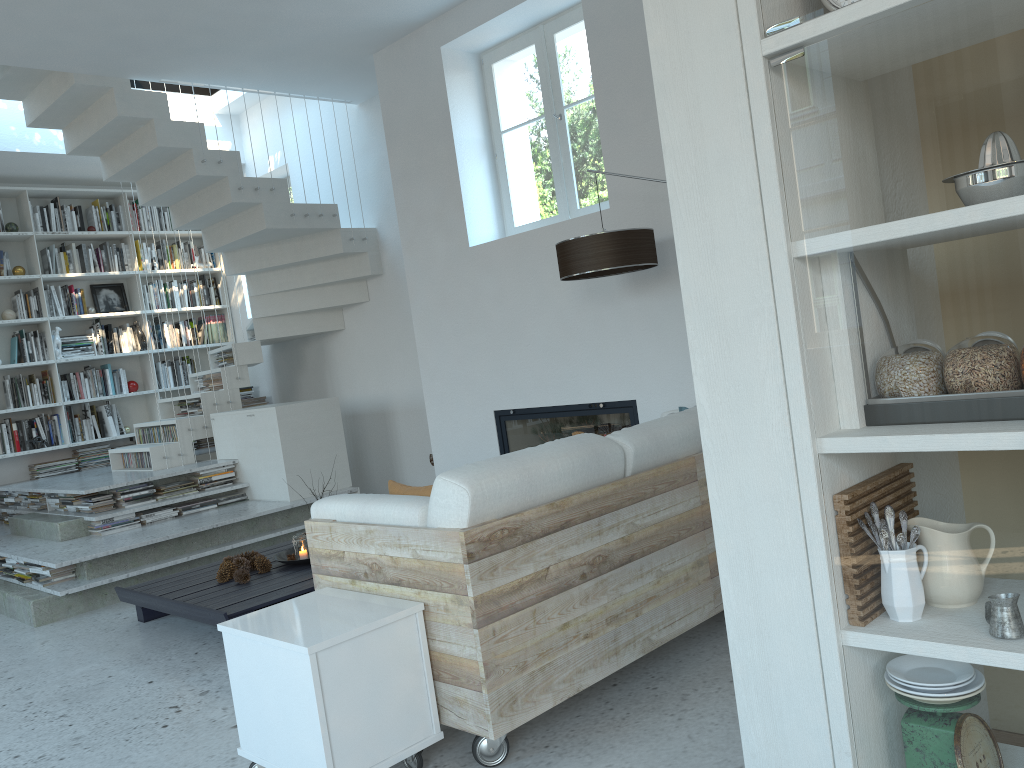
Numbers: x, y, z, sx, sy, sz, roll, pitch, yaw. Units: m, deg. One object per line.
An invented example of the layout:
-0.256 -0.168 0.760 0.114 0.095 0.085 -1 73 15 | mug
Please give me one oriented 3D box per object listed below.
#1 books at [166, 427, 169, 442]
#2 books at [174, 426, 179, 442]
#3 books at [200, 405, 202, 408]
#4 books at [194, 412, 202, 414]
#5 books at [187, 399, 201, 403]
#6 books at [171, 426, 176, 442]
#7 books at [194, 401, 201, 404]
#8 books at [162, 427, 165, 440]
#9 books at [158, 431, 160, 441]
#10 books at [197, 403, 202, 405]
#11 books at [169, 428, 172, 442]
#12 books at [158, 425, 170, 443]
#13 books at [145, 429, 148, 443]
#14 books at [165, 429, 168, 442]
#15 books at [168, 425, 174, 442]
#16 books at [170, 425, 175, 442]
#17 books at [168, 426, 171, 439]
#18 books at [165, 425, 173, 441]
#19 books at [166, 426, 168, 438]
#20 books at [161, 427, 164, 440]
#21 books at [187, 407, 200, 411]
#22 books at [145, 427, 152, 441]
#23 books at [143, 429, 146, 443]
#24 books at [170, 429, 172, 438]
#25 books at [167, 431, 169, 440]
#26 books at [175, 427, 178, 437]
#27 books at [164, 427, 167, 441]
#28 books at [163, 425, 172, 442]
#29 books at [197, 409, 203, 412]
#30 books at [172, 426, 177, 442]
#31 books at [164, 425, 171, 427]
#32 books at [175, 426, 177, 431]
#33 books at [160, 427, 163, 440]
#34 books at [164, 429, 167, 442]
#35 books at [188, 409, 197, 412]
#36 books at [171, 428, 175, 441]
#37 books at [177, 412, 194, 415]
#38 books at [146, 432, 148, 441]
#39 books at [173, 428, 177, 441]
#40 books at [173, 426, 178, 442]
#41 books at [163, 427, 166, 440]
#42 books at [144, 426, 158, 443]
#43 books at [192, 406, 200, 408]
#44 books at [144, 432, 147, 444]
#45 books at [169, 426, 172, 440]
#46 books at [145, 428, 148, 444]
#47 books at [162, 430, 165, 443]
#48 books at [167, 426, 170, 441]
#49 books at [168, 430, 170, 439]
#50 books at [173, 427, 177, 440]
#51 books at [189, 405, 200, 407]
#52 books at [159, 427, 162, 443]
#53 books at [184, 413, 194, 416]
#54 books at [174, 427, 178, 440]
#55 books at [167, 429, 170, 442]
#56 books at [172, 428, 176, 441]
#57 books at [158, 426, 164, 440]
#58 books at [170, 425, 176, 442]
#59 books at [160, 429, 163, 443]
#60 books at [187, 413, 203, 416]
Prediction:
-2.663 0.388 7.010 0.125 0.125 0.007 -11 4 -44 | books
-2.548 0.378 6.892 0.125 0.123 0.034 -11 4 -44 | books
-2.449 0.169 7.210 0.141 0.028 0.222 -9 2 -25 | books
-2.578 0.232 7.473 0.137 0.013 0.199 -10 3 -38 | books
-2.605 0.133 7.456 0.194 0.014 0.177 -6 3 40 | books
-2.586 0.382 6.931 0.125 0.123 0.035 -11 4 -44 | books
-2.586 0.146 7.474 0.133 0.017 0.178 -10 3 -40 | books
-2.713 0.394 7.061 0.125 0.125 0.018 -11 4 -44 | books
-2.777 0.400 7.127 0.125 0.125 0.013 -11 4 -44 | books
-2.463 0.150 7.204 0.168 0.014 0.212 -9 2 -24 | books
-2.626 0.384 6.972 0.125 0.125 0.008 -11 4 -44 | books
-2.770 0.400 7.120 0.125 0.125 0.009 -11 4 -44 | books
-2.947 0.418 7.301 0.125 0.125 0.008 -11 4 -44 | books
-2.680 0.390 7.028 0.125 0.125 0.010 -11 4 -44 | books
-2.638 0.386 6.984 0.125 0.125 0.010 -11 4 -44 | books
-2.611 0.383 6.956 0.125 0.125 0.008 -11 4 -44 | books
-2.632 0.385 6.978 0.125 0.125 0.008 -11 4 -44 | books
-2.674 0.389 7.021 0.125 0.125 0.009 -11 4 -44 | books
-2.668 0.389 7.015 0.125 0.125 0.007 -11 4 -44 | books
-2.727 0.395 7.075 0.125 0.125 0.007 -11 4 -44 | books
-2.596 0.198 7.459 0.225 0.014 0.184 -6 3 43 | books
-2.958 0.420 7.312 0.125 0.125 0.009 -11 4 -44 | books
-2.975 0.421 7.329 0.125 0.125 0.010 -11 4 -44 | books
-2.616 0.383 6.962 0.125 0.125 0.007 -11 4 -44 | books
-2.658 0.388 7.004 0.125 0.125 0.008 -11 4 -44 | books
-2.542 0.377 6.886 0.125 0.123 0.036 -11 4 -44 | books
-2.687 0.391 7.034 0.125 0.125 0.008 -11 4 -44 | books
-2.703 0.393 7.051 0.125 0.125 0.009 -11 4 -44 | books
-2.466 0.203 7.202 0.171 0.019 0.240 -9 2 -19 | books
-2.574 0.380 6.919 0.125 0.123 0.034 -11 4 -44 | books
-2.732 0.396 7.081 0.125 0.125 0.009 -11 4 -44 | books
-2.536 0.376 6.880 0.125 0.123 0.034 -11 4 -44 | books
-2.738 0.396 7.087 0.125 0.125 0.013 -11 4 -44 | books
-2.692 0.391 7.039 0.125 0.125 0.008 -11 4 -44 | books
-2.593 0.212 7.460 0.207 0.016 0.175 -6 3 40 | books
-2.591 0.382 6.936 0.125 0.123 0.034 -11 4 -44 | books
-2.748 0.245 7.619 0.195 0.007 0.188 -6 3 43 | books
-2.942 0.418 7.295 0.125 0.125 0.008 -11 4 -44 | books
-2.569 0.380 6.914 0.125 0.123 0.034 -11 4 -44 | books
-2.558 0.379 6.902 0.125 0.123 0.036 -11 4 -44 | books
-2.697 0.392 7.045 0.125 0.125 0.007 -11 4 -44 | books
-2.963 0.420 7.317 0.125 0.125 0.009 -11 4 -44 | books
-2.589 0.183 7.467 0.149 0.013 0.220 -10 3 -39 | books
-2.969 0.421 7.323 0.125 0.125 0.007 -11 4 -44 | books
-2.621 0.384 6.967 0.125 0.125 0.008 -11 4 -44 | books
-2.952 0.419 7.306 0.125 0.125 0.007 -11 4 -44 | books
-2.720 0.394 7.068 0.125 0.125 0.012 -11 4 -44 | books
-2.648 0.387 6.995 0.125 0.125 0.008 -11 4 -44 | books
-2.643 0.386 6.989 0.125 0.125 0.010 -11 4 -44 | books
-2.564 0.379 6.908 0.125 0.123 0.035 -11 4 -44 | books
-2.601 0.172 7.457 0.189 0.012 0.155 -10 3 -41 | books
-2.756 0.398 7.105 0.125 0.125 0.009 -11 4 -44 | books
-2.723 0.251 7.643 0.130 0.014 0.188 -10 3 -44 | books
-2.553 0.378 6.897 0.125 0.123 0.035 -11 4 -44 | books
-2.653 0.387 6.999 0.125 0.125 0.008 -11 4 -44 | books
-2.580 0.381 6.925 0.125 0.123 0.036 -11 4 -44 | books
-2.763 0.399 7.112 0.125 0.125 0.011 -11 4 -44 | books
-2.604 0.382 6.949 0.125 0.125 0.011 -11 4 -44 | books
-2.749 0.398 7.097 0.125 0.125 0.016 -11 4 -44 | books
-2.594 0.243 7.457 0.223 0.004 0.191 -6 3 42 | books
